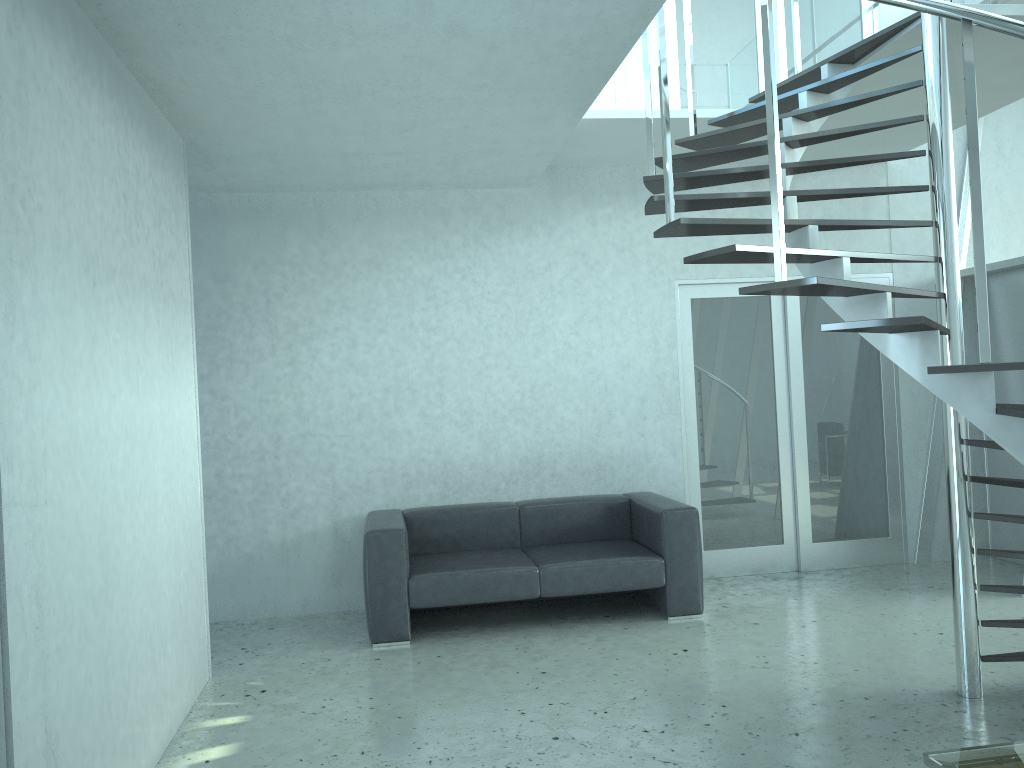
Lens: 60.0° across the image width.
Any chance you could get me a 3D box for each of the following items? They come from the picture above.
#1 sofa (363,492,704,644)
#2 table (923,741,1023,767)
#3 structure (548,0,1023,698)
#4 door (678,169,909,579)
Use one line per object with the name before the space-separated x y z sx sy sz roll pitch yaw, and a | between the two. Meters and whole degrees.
sofa | 0.094 1.102 5.594 2.025 0.652 0.943 -3 0 -8
table | 1.873 0.970 1.266 2.100 0.720 1.000 -3 0 -8
structure | 1.759 -0.722 4.444 2.655 4.156 3.780 -3 0 -8
door | 2.450 -0.064 6.949 1.162 3.200 2.576 -3 0 39
